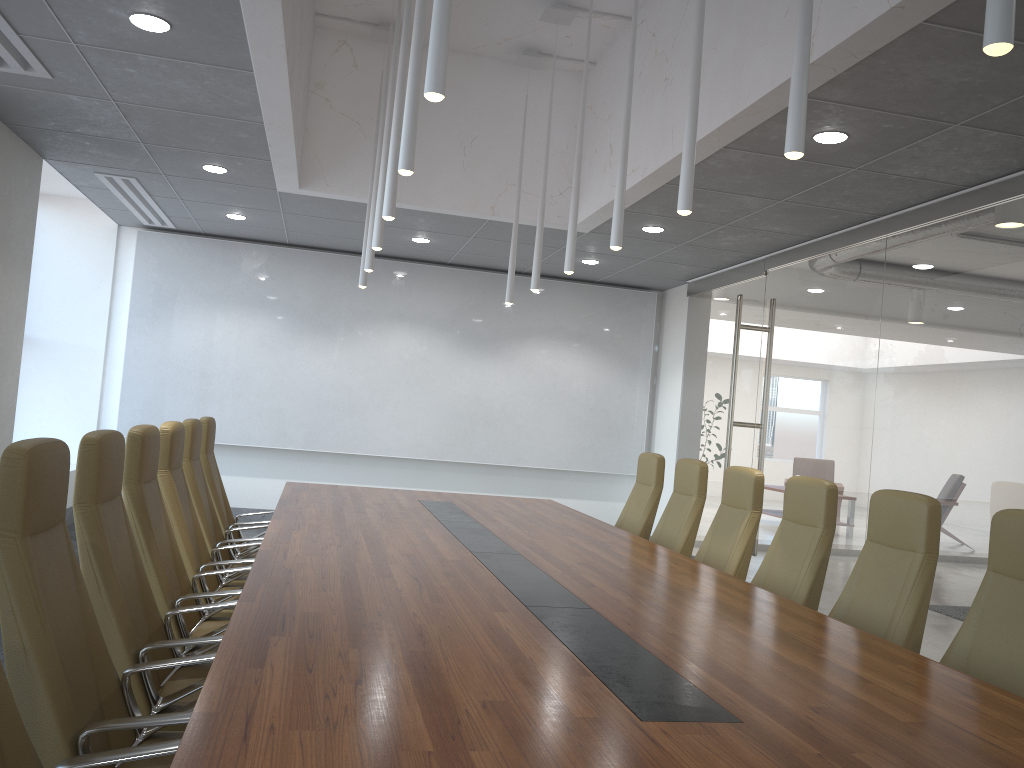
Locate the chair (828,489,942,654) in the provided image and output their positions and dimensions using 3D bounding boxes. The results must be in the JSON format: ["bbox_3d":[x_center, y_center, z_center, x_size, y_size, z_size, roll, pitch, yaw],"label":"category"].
[{"bbox_3d":[1.342,1.157,4.001,0.955,1.406,0.711,5,-2,-12],"label":"chair"}]

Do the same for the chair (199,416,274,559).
[{"bbox_3d":[-1.871,0.980,6.572,0.955,1.406,0.711,5,-2,-12],"label":"chair"}]

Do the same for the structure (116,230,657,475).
[{"bbox_3d":[0.084,-0.442,4.577,6.600,2.466,13.989,5,-2,-12],"label":"structure"}]

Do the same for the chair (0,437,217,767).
[{"bbox_3d":[-1.020,0.900,2.665,0.955,1.406,0.711,5,-2,-12],"label":"chair"}]

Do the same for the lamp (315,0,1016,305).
[{"bbox_3d":[0.169,-2.040,4.624,2.619,2.378,7.258,5,-2,-12],"label":"lamp"}]

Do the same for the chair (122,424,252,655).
[{"bbox_3d":[-1.363,0.932,4.241,0.955,1.406,0.711,5,-2,-12],"label":"chair"}]

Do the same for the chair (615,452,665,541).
[{"bbox_3d":[0.661,1.221,7.131,0.955,1.406,0.711,5,-2,-12],"label":"chair"}]

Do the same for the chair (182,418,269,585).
[{"bbox_3d":[-1.701,0.964,5.794,0.955,1.406,0.711,5,-2,-12],"label":"chair"}]

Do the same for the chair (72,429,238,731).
[{"bbox_3d":[-1.192,0.916,3.455,0.955,1.406,0.711,5,-2,-12],"label":"chair"}]

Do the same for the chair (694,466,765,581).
[{"bbox_3d":[1.003,1.189,5.560,0.955,1.406,0.711,5,-2,-12],"label":"chair"}]

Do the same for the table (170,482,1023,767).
[{"bbox_3d":[-0.121,1.306,4.493,2.300,0.895,6.500,5,-2,-12],"label":"table"}]

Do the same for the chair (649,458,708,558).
[{"bbox_3d":[0.831,1.205,6.350,0.955,1.406,0.711,5,-2,-12],"label":"chair"}]

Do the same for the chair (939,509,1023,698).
[{"bbox_3d":[1.511,1.141,3.224,0.955,1.406,0.711,5,-2,-12],"label":"chair"}]

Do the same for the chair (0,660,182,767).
[{"bbox_3d":[-0.853,0.884,1.898,0.955,1.406,0.711,5,-2,-12],"label":"chair"}]

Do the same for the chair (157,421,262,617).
[{"bbox_3d":[-1.536,0.948,5.036,0.955,1.406,0.711,5,-2,-12],"label":"chair"}]

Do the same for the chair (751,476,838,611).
[{"bbox_3d":[1.172,1.173,4.783,0.955,1.406,0.711,5,-2,-12],"label":"chair"}]
